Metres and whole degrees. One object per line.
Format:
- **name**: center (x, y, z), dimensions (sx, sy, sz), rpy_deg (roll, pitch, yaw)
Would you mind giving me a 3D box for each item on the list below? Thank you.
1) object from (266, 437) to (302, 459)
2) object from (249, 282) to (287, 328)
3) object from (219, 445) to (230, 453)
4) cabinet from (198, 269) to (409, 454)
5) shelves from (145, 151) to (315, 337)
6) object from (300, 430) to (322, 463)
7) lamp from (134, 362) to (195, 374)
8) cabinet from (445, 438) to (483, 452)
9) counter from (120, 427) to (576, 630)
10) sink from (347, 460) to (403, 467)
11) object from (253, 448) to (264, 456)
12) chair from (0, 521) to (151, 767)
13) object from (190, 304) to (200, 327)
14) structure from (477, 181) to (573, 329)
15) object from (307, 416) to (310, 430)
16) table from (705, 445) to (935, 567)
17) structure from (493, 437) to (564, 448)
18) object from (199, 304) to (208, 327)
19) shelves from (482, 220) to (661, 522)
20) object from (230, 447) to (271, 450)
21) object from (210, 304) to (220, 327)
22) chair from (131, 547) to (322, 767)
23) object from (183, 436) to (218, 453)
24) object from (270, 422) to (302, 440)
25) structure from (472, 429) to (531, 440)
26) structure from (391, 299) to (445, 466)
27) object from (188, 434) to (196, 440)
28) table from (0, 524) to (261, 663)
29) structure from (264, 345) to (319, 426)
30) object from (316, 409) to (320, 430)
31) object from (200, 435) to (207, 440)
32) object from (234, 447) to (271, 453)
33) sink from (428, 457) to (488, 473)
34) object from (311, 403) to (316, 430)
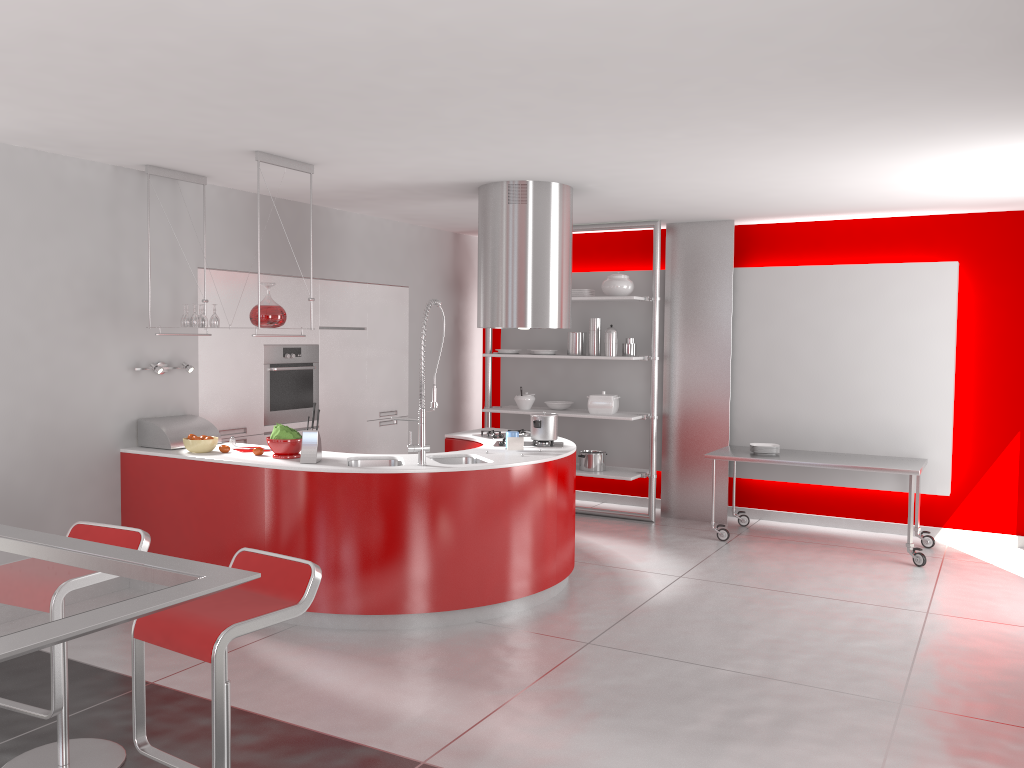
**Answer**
- **object**: center (-1.305, 0.367, 5.139), dimensions (0.229, 0.118, 0.228), rpy_deg (1, 3, 0)
- **object**: center (-1.436, -0.463, 5.223), dimensions (0.213, 0.266, 0.213), rpy_deg (-1, 4, -33)
- **object**: center (-1.725, 0.391, 5.322), dimensions (0.065, 0.047, 0.063), rpy_deg (2, 3, 29)
- **cabinet**: center (-1.790, 0.180, 7.167), dimensions (0.614, 2.026, 2.398), rpy_deg (2, 3, 29)
- **shelves**: center (-1.695, -0.799, 5.329), dimensions (0.934, 1.023, 0.462), rpy_deg (2, 3, 29)
- **object**: center (-1.125, 0.346, 4.963), dimensions (0.091, 0.178, 0.137), rpy_deg (1, 3, 2)
- **lamp**: center (-2.187, -0.100, 5.649), dimensions (0.155, 0.081, 0.454), rpy_deg (2, 3, 29)
- **cabinet**: center (-1.080, 0.804, 5.760), dimensions (1.875, 0.761, 1.025), rpy_deg (0, 3, -16)
- **counter**: center (-0.865, 0.847, 5.594), dimensions (2.865, 0.880, 1.868), rpy_deg (-1, 3, -27)
- **sink**: center (-0.775, 0.544, 5.028), dimensions (0.326, 0.172, 0.428), rpy_deg (0, 3, -10)
- **object**: center (-1.492, 0.396, 5.216), dimensions (0.064, 0.048, 0.063), rpy_deg (1, 3, 7)
- **chair**: center (-1.632, 0.976, 3.250), dimensions (0.418, 0.857, 0.460), rpy_deg (2, 3, 24)
- **object**: center (-1.900, -0.410, 5.316), dimensions (0.060, 0.141, 0.060), rpy_deg (1, 3, 6)
- **structure**: center (0.089, -0.855, 6.071), dimensions (0.644, 0.958, 0.644), rpy_deg (0, 3, -5)
- **object**: center (-1.150, 0.282, 4.979), dimensions (0.009, 0.197, 0.091), rpy_deg (1, 3, 0)
- **table**: center (2.391, 0.909, 6.927), dimensions (1.627, 0.682, 0.749), rpy_deg (2, 4, 30)
- **structure**: center (0.112, 0.384, 5.863), dimensions (0.457, 0.037, 0.303), rpy_deg (1, 3, 4)
- **object**: center (-1.882, -0.414, 5.400), dimensions (0.060, 0.141, 0.060), rpy_deg (2, 3, 29)
- **shelves**: center (0.502, -0.130, 8.039), dimensions (1.735, 2.599, 0.535), rpy_deg (2, 3, 29)
- **object**: center (-1.551, 0.398, 5.447), dimensions (0.375, 0.008, 0.041), rpy_deg (1, 3, 6)
- **object**: center (-1.794, -0.411, 5.353), dimensions (0.060, 0.141, 0.060), rpy_deg (2, 3, 29)
- **chair**: center (-0.904, 1.005, 2.840), dimensions (0.418, 0.857, 0.460), rpy_deg (3, 4, 34)
- **object**: center (-1.873, 0.369, 5.337), dimensions (0.201, 0.086, 0.201), rpy_deg (2, 4, 30)
- **object**: center (-1.295, 0.314, 5.131), dimensions (0.198, 0.182, 0.193), rpy_deg (3, 4, 35)
- **structure**: center (-0.021, 0.355, 6.380), dimensions (0.457, 0.037, 0.303), rpy_deg (-1, 4, -31)
- **structure**: center (-0.504, -0.015, 4.923), dimensions (0.308, 0.920, 0.178), rpy_deg (0, 3, -17)
- **object**: center (-1.932, 0.332, 5.369), dimensions (0.055, 0.058, 0.066), rpy_deg (1, 3, 14)
- **table**: center (-1.565, 0.956, 2.292), dimensions (1.700, 1.000, 0.800), rpy_deg (2, 3, 29)
- **structure**: center (-1.658, 0.000, 6.741), dimensions (0.050, 0.589, 0.599), rpy_deg (2, 3, 29)
- **object**: center (-1.095, 0.285, 4.977), dimensions (0.012, 0.279, 0.130), rpy_deg (1, 3, 0)
- **object**: center (-1.872, 0.336, 5.385), dimensions (0.066, 0.049, 0.062), rpy_deg (2, 3, 26)
- **object**: center (-1.607, 0.403, 5.458), dimensions (0.168, 0.006, 0.266), rpy_deg (-1, 4, -34)
- **sink**: center (-0.307, 0.541, 5.162), dimensions (0.326, 0.172, 0.428), rpy_deg (-1, 3, -22)
- **object**: center (-1.122, 0.268, 4.986), dimensions (0.014, 0.322, 0.150), rpy_deg (1, 3, 0)
